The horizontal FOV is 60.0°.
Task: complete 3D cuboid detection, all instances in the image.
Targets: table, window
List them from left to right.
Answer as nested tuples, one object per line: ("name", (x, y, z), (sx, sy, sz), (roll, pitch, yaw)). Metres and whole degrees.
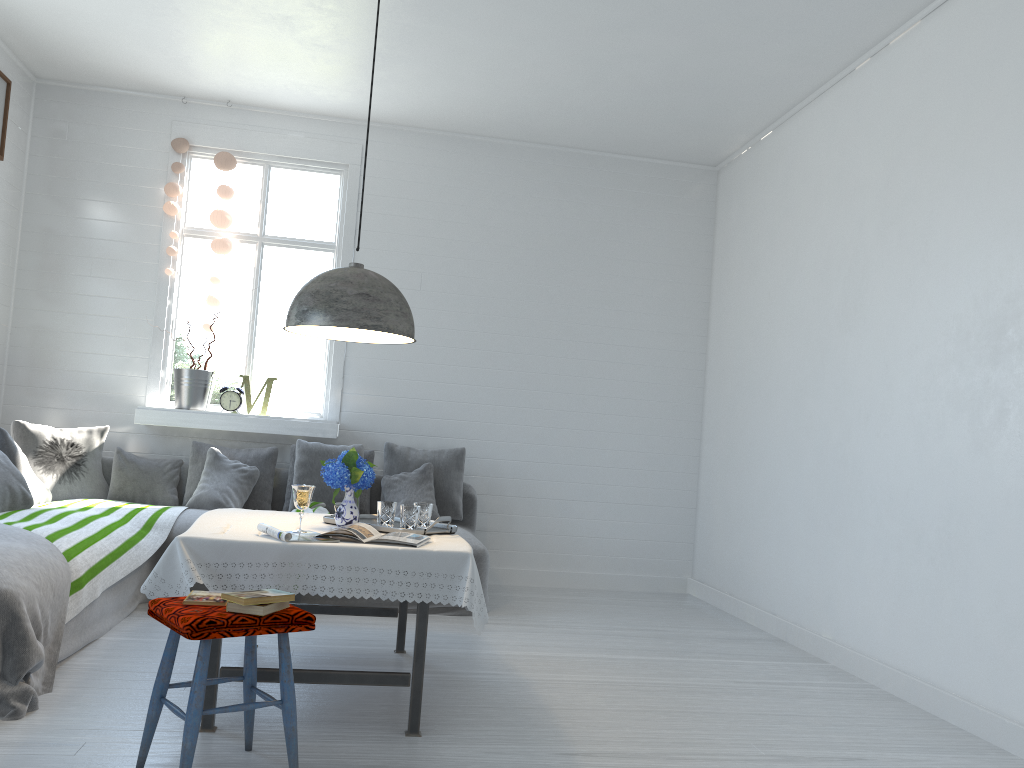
("window", (-2.021, -0.824, 6.950), (1.482, 2.396, 0.379), (5, -3, -9))
("table", (-0.851, 1.004, 4.032), (1.327, 0.724, 1.672), (5, -4, -8))

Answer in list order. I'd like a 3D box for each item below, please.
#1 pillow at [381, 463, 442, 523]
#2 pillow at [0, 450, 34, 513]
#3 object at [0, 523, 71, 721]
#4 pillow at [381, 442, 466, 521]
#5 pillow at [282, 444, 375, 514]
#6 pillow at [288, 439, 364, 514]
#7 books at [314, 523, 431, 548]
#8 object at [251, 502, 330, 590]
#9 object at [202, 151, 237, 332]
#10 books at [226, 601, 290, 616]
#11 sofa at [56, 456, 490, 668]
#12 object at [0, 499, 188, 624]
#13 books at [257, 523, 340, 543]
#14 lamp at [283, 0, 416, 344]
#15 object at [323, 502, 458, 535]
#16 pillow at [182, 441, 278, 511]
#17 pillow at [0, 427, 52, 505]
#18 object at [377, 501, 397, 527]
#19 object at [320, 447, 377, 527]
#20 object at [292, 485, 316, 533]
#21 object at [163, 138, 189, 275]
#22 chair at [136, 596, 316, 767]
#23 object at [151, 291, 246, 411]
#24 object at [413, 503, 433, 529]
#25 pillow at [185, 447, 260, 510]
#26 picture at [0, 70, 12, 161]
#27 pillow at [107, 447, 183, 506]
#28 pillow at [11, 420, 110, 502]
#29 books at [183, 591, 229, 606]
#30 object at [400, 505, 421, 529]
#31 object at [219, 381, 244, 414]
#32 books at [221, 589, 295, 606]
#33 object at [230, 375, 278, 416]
("pillow", (-0.729, 0.804, 6.493), (0.380, 0.463, 0.416), (6, -4, -24))
("pillow", (-2.987, 0.561, 5.027), (0.277, 0.445, 0.529), (4, -3, 6))
("object", (-2.481, 0.831, 3.728), (1.684, 0.923, 1.214), (2, -4, 31))
("pillow", (-0.678, 0.741, 6.767), (0.639, 0.560, 0.279), (5, -3, -9))
("pillow", (-1.370, 0.734, 6.663), (0.641, 0.520, 0.280), (5, -3, -9))
("pillow", (-1.356, 0.708, 6.520), (0.509, 0.572, 0.296), (5, -3, -9))
("books", (-0.568, 0.616, 3.653), (0.422, 0.049, 0.300), (4, -4, 6))
("object", (-1.516, 1.015, 5.843), (0.622, 0.832, 1.583), (3, -4, 15))
("object", (-2.287, -1.112, 6.921), (0.200, 1.425, 0.197), (3, -3, 31))
("books", (-0.813, 0.709, 2.853), (0.128, 0.030, 0.182), (3, -4, 13))
("sofa", (-1.668, 0.981, 5.128), (3.408, 0.898, 3.397), (5, -4, -9))
("object", (-2.564, 0.965, 4.816), (1.044, 0.473, 3.166), (5, -4, -9))
("books", (-0.853, 0.593, 3.533), (0.229, 0.043, 0.300), (7, -5, -35))
("lamp", (-0.660, -1.238, 4.089), (0.601, 2.042, 0.600), (7, -4, -38))
("object", (-0.575, 0.638, 4.205), (0.651, 0.092, 0.399), (2, -5, 33))
("pillow", (-2.073, 0.702, 6.537), (0.639, 0.521, 0.279), (5, -3, -10))
("pillow", (-3.158, 0.535, 5.590), (0.344, 0.525, 0.616), (5, -3, -10))
("object", (-0.588, 0.610, 4.145), (0.096, 0.119, 0.095), (6, -4, -25))
("object", (-0.748, 0.471, 4.016), (0.266, 0.376, 0.236), (5, -3, -7))
("object", (-0.864, 0.513, 3.645), (0.098, 0.191, 0.098), (4, -3, 11))
("object", (-2.644, -1.388, 6.921), (0.153, 1.087, 0.150), (6, -3, -34))
("chair", (-0.939, 1.004, 2.894), (0.419, 0.562, 0.419), (7, -4, -39))
("object", (-2.318, -0.273, 6.563), (0.847, 0.935, 0.635), (2, -4, 38))
("object", (-0.427, 0.627, 4.223), (0.095, 0.119, 0.096), (3, -3, 15))
("pillow", (-2.046, 0.691, 6.278), (0.380, 0.463, 0.417), (4, -3, 6))
("picture", (-3.575, -1.894, 6.060), (0.036, 0.579, 0.556), (5, -3, -9))
("pillow", (-2.640, 0.691, 6.445), (0.495, 0.438, 0.280), (5, -3, -7))
("pillow", (-3.127, 0.557, 6.229), (0.395, 0.560, 0.639), (2, -4, 30))
("books", (-1.007, 0.710, 2.940), (0.133, 0.012, 0.189), (5, -4, -11))
("object", (-0.467, 0.611, 4.037), (0.095, 0.119, 0.096), (3, -3, 15))
("object", (-2.147, 0.103, 6.784), (0.182, 0.250, 0.075), (5, -3, -9))
("books", (-0.816, 0.682, 2.853), (0.133, 0.022, 0.189), (1, -5, 42))
("object", (-2.017, 0.094, 6.933), (0.330, 0.311, 0.052), (5, -3, -19))
